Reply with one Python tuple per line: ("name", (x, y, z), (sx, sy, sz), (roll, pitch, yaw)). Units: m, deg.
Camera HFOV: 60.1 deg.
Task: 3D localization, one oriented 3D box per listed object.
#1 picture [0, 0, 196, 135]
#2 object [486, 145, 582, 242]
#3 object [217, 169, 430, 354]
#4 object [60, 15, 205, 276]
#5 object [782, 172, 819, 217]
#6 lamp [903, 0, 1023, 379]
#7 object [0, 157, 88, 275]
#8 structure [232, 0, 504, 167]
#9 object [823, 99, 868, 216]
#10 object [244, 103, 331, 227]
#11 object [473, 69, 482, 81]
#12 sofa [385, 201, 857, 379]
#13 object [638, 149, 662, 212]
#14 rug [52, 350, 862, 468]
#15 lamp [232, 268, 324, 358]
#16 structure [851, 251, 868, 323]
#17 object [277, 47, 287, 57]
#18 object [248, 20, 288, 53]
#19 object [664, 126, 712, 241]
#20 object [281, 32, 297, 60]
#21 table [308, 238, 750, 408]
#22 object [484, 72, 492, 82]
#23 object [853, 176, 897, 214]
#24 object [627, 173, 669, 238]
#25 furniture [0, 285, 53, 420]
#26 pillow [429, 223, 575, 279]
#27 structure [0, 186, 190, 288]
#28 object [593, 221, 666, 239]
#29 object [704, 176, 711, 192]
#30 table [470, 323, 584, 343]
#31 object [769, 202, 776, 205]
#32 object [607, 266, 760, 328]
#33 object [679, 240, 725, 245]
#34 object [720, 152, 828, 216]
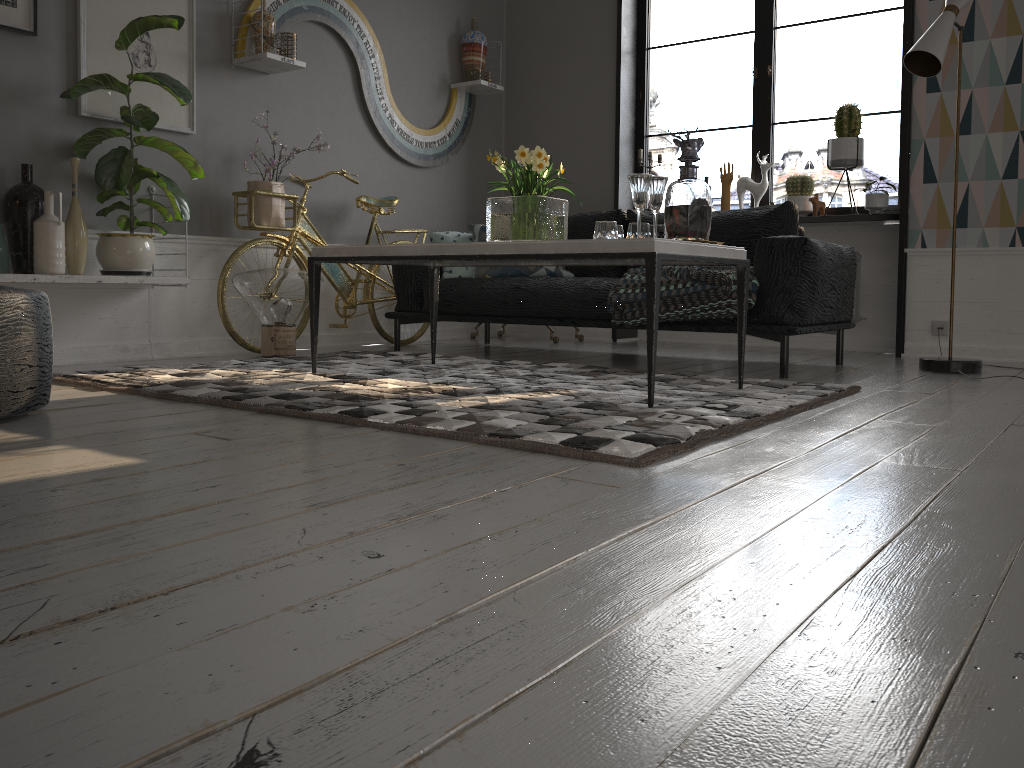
("picture", (-2.049, -1.306, 0.199), (4.047, 1.788, 7.314), (5, 7, 35))
("object", (0.052, -0.677, 3.232), (0.352, 0.350, 0.325), (4, 5, 38))
("object", (-0.935, -0.675, 4.940), (0.427, 0.966, 1.631), (2, 5, 27))
("object", (-1.655, -1.050, 3.895), (0.567, 1.146, 0.417), (0, 3, -15))
("object", (1.737, -1.142, 5.344), (0.234, 0.282, 0.214), (1, 4, 10))
("lamp", (2.238, -0.914, 4.089), (0.681, 1.696, 1.249), (3, 4, 34))
("object", (-1.932, -0.688, 3.585), (0.331, 0.486, 0.287), (0, 3, -4))
("structure", (-0.742, -1.830, 5.258), (0.267, 0.952, 2.028), (3, 6, 35))
("object", (1.919, -1.305, 5.079), (0.235, 0.668, 0.229), (1, 3, 6))
("object", (-1.146, -1.117, 4.581), (0.488, 0.639, 0.254), (-2, 4, -37))
("object", (-0.228, -2.039, 5.860), (0.060, 0.079, 0.060), (2, 4, 24))
("sofa", (0.485, -0.523, 4.571), (2.345, 0.795, 0.973), (5, 6, 35))
("object", (0.898, -1.312, 5.874), (0.145, 0.488, 0.163), (0, 3, -18))
("rug", (-0.250, -0.009, 3.247), (2.531, 0.034, 1.775), (5, 8, 35))
("lamp", (-1.139, -0.346, 4.319), (0.432, 0.436, 0.434), (-1, 5, -24))
("structure", (1.597, -0.616, 5.578), (1.225, 0.426, 0.149), (5, 5, 34))
("object", (-1.204, -1.717, 4.642), (0.062, 0.081, 0.062), (1, 4, 11))
("object", (-1.228, -1.734, 4.448), (0.197, 0.165, 0.060), (-1, 3, -21))
("object", (0.615, -0.687, 3.074), (0.156, 0.416, 0.149), (-1, 4, -35))
("object", (-1.154, -1.737, 4.576), (0.086, 0.139, 0.086), (3, 4, 28))
("table", (0.028, -0.245, 3.234), (1.459, 0.509, 0.734), (5, 7, 35))
("object", (-0.161, -2.042, 5.895), (0.050, 0.058, 0.050), (3, 5, 25))
("object", (2.041, -1.058, 4.968), (0.171, 0.203, 0.247), (4, 6, 38))
("object", (0.450, -0.576, 2.938), (0.168, 0.226, 0.082), (-3, 5, -43))
("furniture", (-1.622, -0.089, 2.329), (0.736, 0.355, 0.738), (3, 6, 22))
("pillow", (-0.049, -0.743, 4.881), (0.799, 0.361, 0.445), (2, 5, 18))
("structure", (-2.386, -0.572, 3.003), (0.308, 0.484, 2.784), (3, 7, 35))
("object", (0.424, -0.525, 3.128), (0.246, 0.087, 0.280), (2, 6, 13))
("object", (1.248, -1.194, 5.689), (0.076, 0.300, 0.076), (-1, 3, -24))
("table", (0.102, -0.639, 6.032), (0.744, 0.677, 0.340), (4, 5, 36))
("object", (1.585, -1.055, 5.387), (0.123, 0.099, 0.123), (-2, 6, -32))
("object", (0.807, -0.431, 3.983), (0.667, 0.328, 0.492), (4, 6, 31))
("object", (0.555, -0.491, 3.110), (0.319, 0.015, 0.247), (5, 8, 35))
("object", (1.583, -1.207, 5.394), (0.663, 0.408, 0.135), (5, 5, 37))
